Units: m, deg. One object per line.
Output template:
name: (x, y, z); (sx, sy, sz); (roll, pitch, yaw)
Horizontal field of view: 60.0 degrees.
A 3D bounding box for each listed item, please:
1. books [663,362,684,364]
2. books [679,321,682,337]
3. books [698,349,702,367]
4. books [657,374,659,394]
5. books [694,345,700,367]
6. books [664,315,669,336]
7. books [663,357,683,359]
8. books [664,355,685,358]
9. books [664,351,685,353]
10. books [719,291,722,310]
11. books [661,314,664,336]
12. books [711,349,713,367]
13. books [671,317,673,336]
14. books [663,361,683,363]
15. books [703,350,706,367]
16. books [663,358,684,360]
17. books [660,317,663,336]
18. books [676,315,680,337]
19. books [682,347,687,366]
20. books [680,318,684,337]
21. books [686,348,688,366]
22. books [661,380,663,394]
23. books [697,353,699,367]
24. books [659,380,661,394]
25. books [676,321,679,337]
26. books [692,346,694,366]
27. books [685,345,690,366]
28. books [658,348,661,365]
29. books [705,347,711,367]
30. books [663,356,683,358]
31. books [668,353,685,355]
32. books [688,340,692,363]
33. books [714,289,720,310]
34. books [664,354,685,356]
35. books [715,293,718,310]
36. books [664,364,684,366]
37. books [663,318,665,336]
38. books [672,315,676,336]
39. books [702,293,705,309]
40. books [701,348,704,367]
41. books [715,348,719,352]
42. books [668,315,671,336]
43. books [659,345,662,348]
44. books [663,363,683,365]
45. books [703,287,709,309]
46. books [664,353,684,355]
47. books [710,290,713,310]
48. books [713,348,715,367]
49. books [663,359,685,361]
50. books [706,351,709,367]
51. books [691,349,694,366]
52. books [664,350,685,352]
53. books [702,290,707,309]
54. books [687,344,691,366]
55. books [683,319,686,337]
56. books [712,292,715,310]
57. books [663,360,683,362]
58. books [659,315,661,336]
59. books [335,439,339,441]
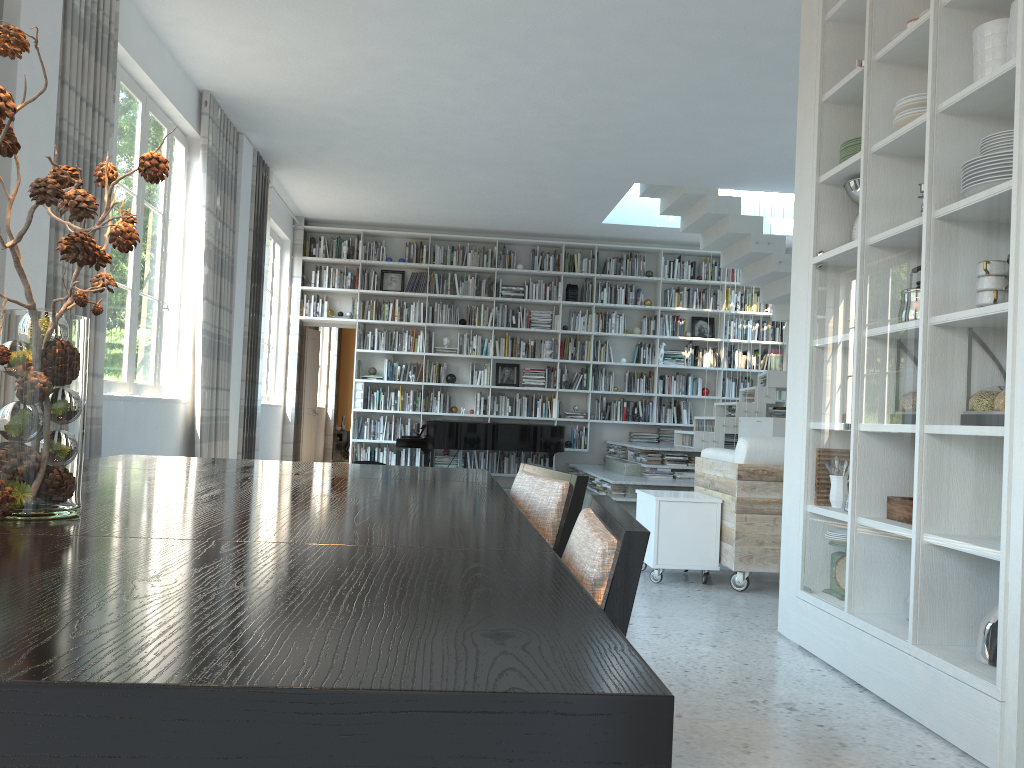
books: (2.059, -0.268, 11.417); (0.285, 0.012, 0.159); (3, -2, 1)
books: (2.148, -0.696, 11.433); (0.033, 0.213, 0.152); (3, -2, -4)
books: (2.416, -0.329, 11.449); (0.031, 0.242, 0.147); (3, -2, -4)
books: (1.866, 0.006, 11.406); (0.012, 0.254, 0.161); (3, -2, -4)
books: (2.362, -0.352, 11.440); (0.059, 0.282, 0.167); (3, -2, -4)
books: (1.983, -0.742, 11.427); (0.065, 0.289, 0.146); (3, -2, -4)
books: (2.062, -0.328, 11.430); (0.254, 0.012, 0.161); (3, -2, -4)
books: (2.066, -0.352, 11.424); (0.285, 0.012, 0.159); (3, -2, -7)
books: (2.068, -0.412, 11.428); (0.285, 0.012, 0.159); (3, -2, -6)
books: (2.678, -1.063, 11.481); (0.031, 0.265, 0.169); (3, -2, -4)
books: (1.932, -0.750, 11.426); (0.015, 0.300, 0.140); (3, -2, -4)
books: (2.558, -0.321, 11.449); (0.041, 0.239, 0.176); (3, -2, -4)
books: (2.051, -0.728, 11.448); (0.043, 0.269, 0.131); (3, -2, -4)
books: (2.059, -0.280, 11.420); (0.254, 0.012, 0.161); (3, -2, 0)
books: (2.475, -0.322, 11.471); (0.028, 0.235, 0.129); (3, -2, -4)
books: (2.062, -0.316, 11.419); (0.254, 0.012, 0.161); (3, -2, -9)
books: (1.908, -0.727, 11.437); (0.030, 0.253, 0.128); (3, -2, -4)
books: (2.126, -0.733, 11.428); (0.014, 0.285, 0.175); (3, -2, -4)
books: (2.218, -0.345, 11.433); (0.012, 0.254, 0.161); (3, -2, -4)
books: (2.176, -0.715, 11.436); (0.021, 0.253, 0.167); (3, -2, -4)
books: (2.234, -0.340, 11.452); (0.023, 0.247, 0.138); (3, -2, -4)
books: (1.905, 0.043, 11.395); (0.022, 0.184, 0.162); (3, -2, -4)
books: (2.394, -0.347, 11.469); (0.010, 0.278, 0.129); (3, -2, -4)
books: (1.882, 0.040, 11.396); (0.023, 0.186, 0.159); (3, -2, -4)
books: (2.112, -0.695, 11.415); (0.013, 0.207, 0.189); (3, -2, -4)
books: (2.325, -0.352, 11.450); (0.013, 0.280, 0.131); (3, -2, -4)
books: (2.261, -0.358, 11.447); (0.012, 0.285, 0.159); (3, -2, -4)
books: (1.873, -0.346, 11.387); (0.027, 0.221, 0.184); (3, -2, -4)
books: (2.528, -0.338, 11.444); (0.021, 0.271, 0.191); (3, -2, -4)
books: (2.066, -0.340, 11.419); (0.254, 0.012, 0.161); (3, -2, 1)
books: (2.067, -0.388, 11.427); (0.285, 0.012, 0.159); (3, -2, -2)
books: (2.287, -0.384, 11.422); (0.010, 0.339, 0.180); (3, -2, -4)
books: (2.650, -1.074, 11.481); (0.026, 0.284, 0.147); (3, -2, -4)
books: (2.066, -0.364, 11.427); (0.285, 0.012, 0.159); (3, -2, -2)
books: (2.625, -1.050, 11.482); (0.022, 0.234, 0.158); (3, -2, -4)
books: (2.058, -0.243, 11.418); (0.285, 0.012, 0.159); (3, -2, 0)
books: (1.945, -0.723, 11.417); (0.011, 0.248, 0.155); (3, -2, -4)
books: (2.081, -0.737, 11.427); (0.012, 0.287, 0.176); (3, -2, -4)
books: (2.451, -1.051, 11.455); (0.031, 0.217, 0.165); (3, -2, -4)
books: (2.446, -0.331, 11.470); (0.031, 0.250, 0.133); (3, -2, -4)
books: (2.665, -0.337, 11.488); (0.029, 0.283, 0.138); (3, -2, -4)
books: (2.025, -0.738, 11.436); (0.012, 0.285, 0.159); (3, -2, -4)
books: (1.899, -0.366, 11.419); (0.028, 0.267, 0.138); (3, -2, -4)
books: (2.058, -0.255, 11.419); (0.254, 0.012, 0.161); (3, -2, -8)
books: (2.502, -1.087, 11.455); (0.022, 0.294, 0.181); (3, -2, -4)
books: (2.067, -0.376, 11.420); (0.285, 0.012, 0.159); (3, -2, -9)
books: (2.555, -1.073, 11.460); (0.036, 0.272, 0.177); (3, -2, -4)
books: (2.590, -0.327, 11.466); (0.024, 0.254, 0.145); (3, -2, -4)
books: (2.061, -0.304, 11.425); (0.285, 0.012, 0.159); (3, -2, -6)
books: (2.502, -0.310, 11.466); (0.025, 0.213, 0.155); (3, -2, -4)
books: (2.304, -0.332, 11.430); (0.030, 0.236, 0.179); (3, -2, -4)
books: (2.069, -0.424, 11.428); (0.285, 0.012, 0.159); (3, -2, -2)
books: (2.478, -1.072, 11.466); (0.023, 0.263, 0.156); (3, -2, -4)
books: (2.275, -0.365, 11.422); (0.011, 0.300, 0.184); (3, -2, -4)
books: (2.200, -0.709, 11.427); (0.026, 0.243, 0.178); (3, -2, -4)
books: (2.587, -1.056, 11.470); (0.030, 0.241, 0.162); (3, -2, -4)
books: (2.059, -0.292, 11.424); (0.254, 0.012, 0.161); (3, -2, -2)
books: (1.879, -0.744, 11.427); (0.031, 0.284, 0.137); (3, -2, -4)
books: (-3.064, 0.955, 15.211); (0.128, 0.030, 0.182); (2, -2, 18)
